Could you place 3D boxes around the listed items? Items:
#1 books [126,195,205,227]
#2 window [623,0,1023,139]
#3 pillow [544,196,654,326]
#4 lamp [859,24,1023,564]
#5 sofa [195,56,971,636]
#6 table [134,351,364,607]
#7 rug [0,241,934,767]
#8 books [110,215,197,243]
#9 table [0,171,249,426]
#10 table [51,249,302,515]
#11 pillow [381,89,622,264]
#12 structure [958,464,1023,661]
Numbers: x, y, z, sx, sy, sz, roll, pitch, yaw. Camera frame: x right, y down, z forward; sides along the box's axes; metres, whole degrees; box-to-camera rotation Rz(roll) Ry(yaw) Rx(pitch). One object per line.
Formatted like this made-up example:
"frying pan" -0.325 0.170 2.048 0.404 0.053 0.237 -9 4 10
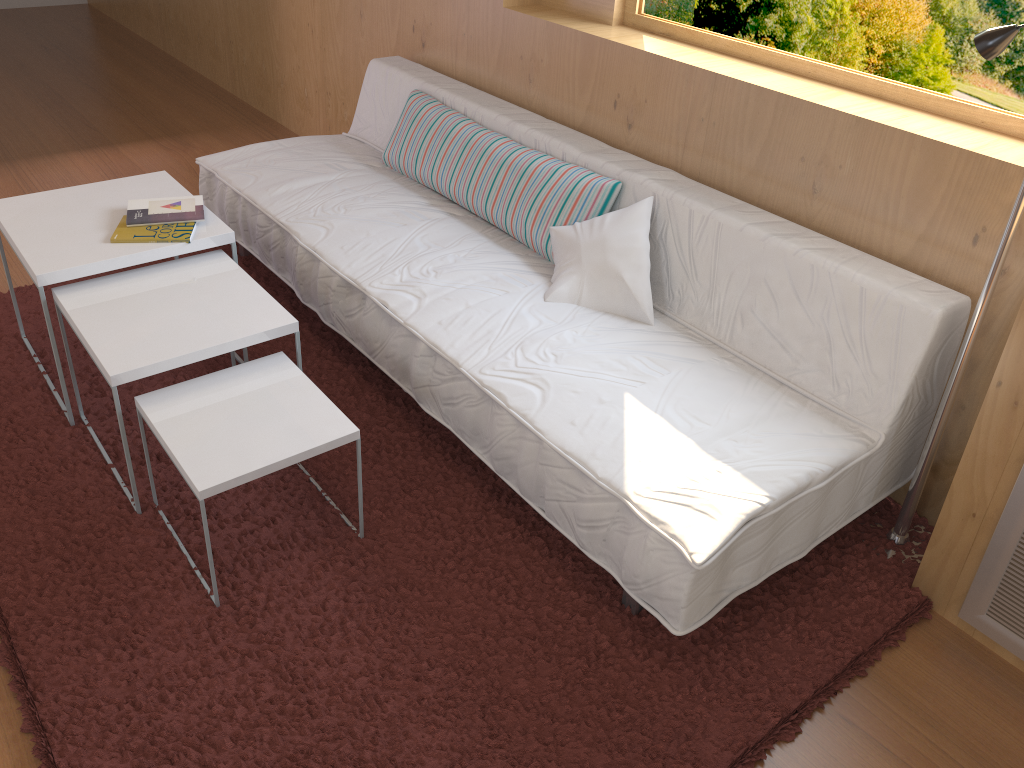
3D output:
"books" -0.934 -0.468 2.387 0.193 0.015 0.157 -8 35 -17
"window" 0.841 -1.104 2.078 0.036 0.764 1.530 -19 39 -33
"pillow" 0.235 -0.348 2.310 0.346 0.243 0.276 11 33 12
"lamp" 0.918 -0.137 1.821 0.256 1.156 0.187 18 33 22
"sofa" -0.068 -0.343 2.564 0.873 0.608 2.407 -20 39 -32
"table" -0.572 0.190 1.945 0.346 0.298 0.377 -20 39 -33
"rug" -0.376 0.109 2.391 1.908 0.020 2.536 -20 40 -32
"books" -0.933 -0.406 2.320 0.193 0.015 0.158 -2 33 -9
"table" -1.099 -0.271 2.490 0.491 0.423 0.536 -20 39 -33
"table" -0.817 -0.030 2.195 0.429 0.370 0.469 -20 39 -33
"pillow" -0.088 -0.665 2.771 0.173 0.243 1.065 -19 39 -33
"structure" 1.220 0.384 1.425 0.013 0.697 0.838 -19 38 -33
